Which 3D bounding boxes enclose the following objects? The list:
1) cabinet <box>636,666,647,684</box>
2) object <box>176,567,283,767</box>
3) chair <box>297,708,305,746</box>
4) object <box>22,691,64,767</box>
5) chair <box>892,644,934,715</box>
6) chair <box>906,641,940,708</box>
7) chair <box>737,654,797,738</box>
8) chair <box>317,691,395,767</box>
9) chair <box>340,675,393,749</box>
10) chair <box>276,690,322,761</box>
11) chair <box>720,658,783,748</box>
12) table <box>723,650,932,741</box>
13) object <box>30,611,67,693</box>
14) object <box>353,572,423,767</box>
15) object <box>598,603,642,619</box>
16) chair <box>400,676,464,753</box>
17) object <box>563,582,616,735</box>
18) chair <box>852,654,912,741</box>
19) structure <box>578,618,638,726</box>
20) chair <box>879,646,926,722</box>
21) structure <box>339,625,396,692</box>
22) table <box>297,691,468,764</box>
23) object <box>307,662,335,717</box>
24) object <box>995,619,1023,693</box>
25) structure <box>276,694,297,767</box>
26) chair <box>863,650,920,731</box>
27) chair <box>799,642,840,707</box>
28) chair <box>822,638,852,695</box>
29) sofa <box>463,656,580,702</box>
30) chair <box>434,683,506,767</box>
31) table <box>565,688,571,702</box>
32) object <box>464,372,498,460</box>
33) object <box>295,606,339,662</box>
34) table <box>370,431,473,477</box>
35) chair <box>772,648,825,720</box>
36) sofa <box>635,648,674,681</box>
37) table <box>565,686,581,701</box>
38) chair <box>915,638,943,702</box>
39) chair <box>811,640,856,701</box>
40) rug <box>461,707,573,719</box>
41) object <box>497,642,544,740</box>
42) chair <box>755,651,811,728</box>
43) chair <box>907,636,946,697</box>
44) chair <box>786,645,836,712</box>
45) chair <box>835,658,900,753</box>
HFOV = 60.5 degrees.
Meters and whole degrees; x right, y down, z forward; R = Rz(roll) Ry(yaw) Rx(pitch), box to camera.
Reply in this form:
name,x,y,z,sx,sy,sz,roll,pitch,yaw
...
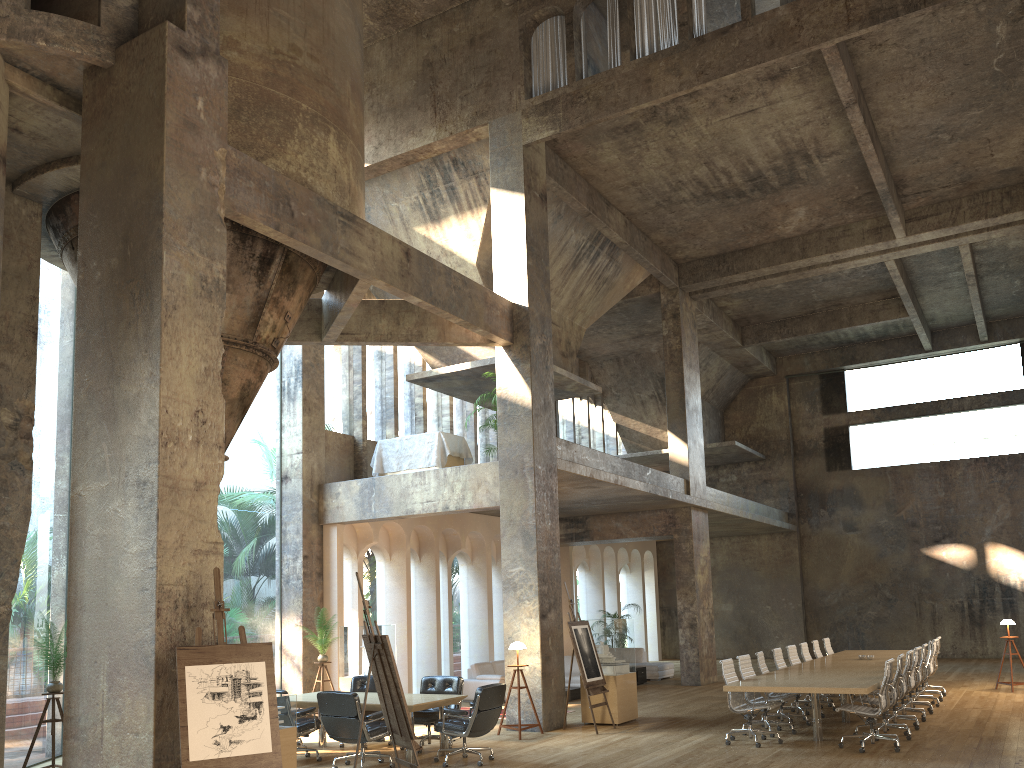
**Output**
name,x,y,z,sx,sy,sz,roll,pitch,yaw
cabinet,2.491,6.431,19.252,0.399,0.362,1.584,-8,-15,29
object,-2.064,2.382,6.354,0.704,2.105,0.694,3,-9,-33
chair,-3.130,4.397,11.700,0.825,0.875,0.741,-7,-11,24
object,-5.133,3.936,9.825,0.659,0.953,0.581,2,-10,-23
chair,6.004,4.471,13.350,0.705,1.005,0.673,-9,-12,35
chair,6.472,4.664,14.153,0.704,1.005,0.674,-7,-11,29
chair,3.387,4.125,11.689,0.706,1.005,0.672,-9,-12,38
chair,-1.724,3.912,9.989,0.737,0.875,0.831,-9,-13,36
chair,-1.937,4.384,11.792,0.730,0.875,0.839,-3,-11,4
chair,-2.682,4.088,10.554,0.735,0.875,0.833,-8,-12,31
chair,2.975,3.942,10.932,0.705,1.005,0.673,-9,-12,35
table,5.153,4.588,13.191,1.613,0.743,7.827,-9,-16,29
object,-5.069,2.971,9.794,0.866,0.921,0.697,-9,-12,33
object,-1.188,2.785,8.023,0.686,2.105,0.713,2,-9,-27
object,2.708,6.649,22.967,1.415,1.777,1.372,-9,-12,36
chair,-1.053,4.231,11.308,0.733,0.875,0.835,-6,-12,24
object,1.013,3.896,12.598,0.689,2.105,0.710,-6,-9,29
chair,4.626,3.919,11.042,0.705,1.005,0.673,-8,-11,33
structure,1.460,4.347,13.338,0.598,1.517,0.752,-7,-10,30
chair,5.551,4.292,12.598,0.706,1.005,0.672,-9,-12,38
structure,-2.379,4.775,14.535,0.598,1.517,0.752,-7,-10,30
table,-1.850,4.255,10.934,2.429,0.686,1.120,-10,-15,30
object,-3.107,5.049,14.385,0.658,0.953,0.582,-1,-9,-5
object,9.033,4.951,16.071,0.660,1.272,0.580,2,-9,-26
structure,-2.476,3.339,7.916,0.749,0.995,0.745,-8,-11,30
chair,5.094,4.107,11.828,0.705,1.005,0.673,-9,-12,35
chair,5.211,4.855,14.742,0.705,1.005,0.673,-9,-12,35
chair,6.166,5.237,16.337,0.705,1.005,0.673,-9,-12,36
sofa,0.620,5.910,17.700,2.081,0.707,2.971,-10,-16,29
chair,-0.524,3.917,10.150,0.826,0.875,0.741,-7,-11,26
table,0.631,5.846,16.508,0.866,0.241,0.375,-10,-15,30
object,-0.004,0.542,14.692,1.415,1.774,1.372,-9,-12,36
object,-3.192,4.133,14.526,0.691,0.921,0.874,-6,-11,21
table,-1.619,1.357,15.690,1.763,0.786,1.131,-10,-14,30
chair,4.300,4.491,13.220,0.705,1.005,0.673,-9,-12,35
sofa,2.770,6.771,21.294,2.084,0.706,1.087,-10,-15,29
table,0.820,5.942,16.821,0.796,0.198,1.126,-10,-16,29
chair,6.910,4.839,14.885,0.706,1.005,0.672,-9,-12,38
chair,5.679,5.043,15.527,0.705,1.005,0.673,-8,-11,33
rug,-0.313,5.573,14.889,2.482,0.009,1.365,-10,-17,30
object,0.013,4.239,12.220,0.575,1.272,0.667,-7,-10,30
chair,3.818,4.301,12.425,0.704,1.005,0.674,-7,-11,29
chair,7.327,5.020,15.639,0.705,1.005,0.673,-9,-12,35
chair,4.753,4.671,13.972,0.706,1.005,0.672,-9,-12,38
chair,1.732,4.190,11.716,13.054,1.011,31.965,-10,-17,29
